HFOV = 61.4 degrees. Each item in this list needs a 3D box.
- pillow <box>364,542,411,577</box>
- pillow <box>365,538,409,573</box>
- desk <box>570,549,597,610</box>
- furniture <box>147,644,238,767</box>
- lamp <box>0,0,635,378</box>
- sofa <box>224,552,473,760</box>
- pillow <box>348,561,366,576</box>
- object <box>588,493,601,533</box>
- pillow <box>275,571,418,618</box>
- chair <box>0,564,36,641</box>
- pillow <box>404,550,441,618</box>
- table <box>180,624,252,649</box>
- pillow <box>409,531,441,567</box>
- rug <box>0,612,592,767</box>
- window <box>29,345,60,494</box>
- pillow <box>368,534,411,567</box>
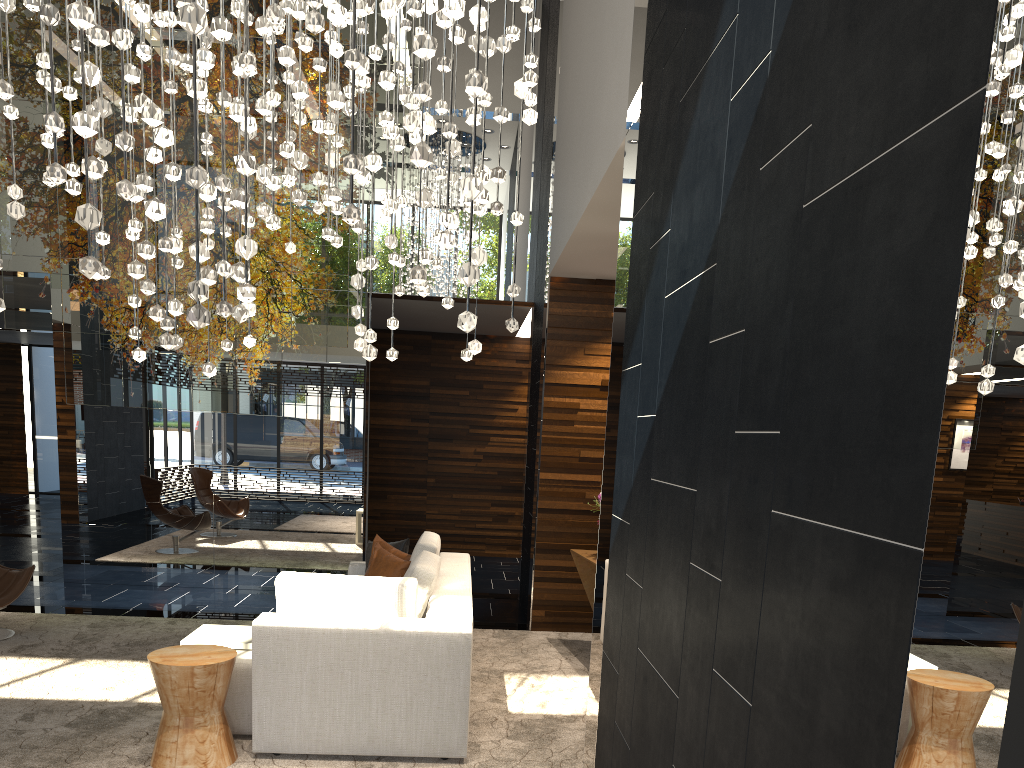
[{"bbox_3d":[-0.898,1.312,5.910,0.267,0.422,0.510,-1,4,-33],"label":"pillow"},{"bbox_3d":[-0.934,1.313,6.339,0.546,0.425,0.253,4,6,44],"label":"pillow"},{"bbox_3d":[0.986,1.628,5.694,0.991,0.762,2.205,3,-2,-3],"label":"desk"},{"bbox_3d":[-1.493,1.520,4.049,0.388,0.534,0.387,6,6,32],"label":"furniture"},{"bbox_3d":[-0.827,-46.664,0.135,396.523,116.720,395.555,2,-2,22],"label":"lamp"},{"bbox_3d":[-0.911,1.543,5.475,1.291,0.695,2.802,3,-2,-3],"label":"sofa"},{"bbox_3d":[-0.945,1.453,6.632,0.624,0.155,0.235,3,1,-9],"label":"pillow"},{"bbox_3d":[0.942,0.936,6.213,0.692,0.693,0.645,2,4,-12],"label":"object"},{"bbox_3d":[-0.831,1.183,4.357,0.712,0.472,0.211,3,8,-2],"label":"pillow"},{"bbox_3d":[-3.781,1.306,5.944,0.782,0.953,0.664,5,6,24],"label":"chair"},{"bbox_3d":[-0.586,1.246,5.151,0.290,0.444,0.706,3,1,-2],"label":"pillow"},{"bbox_3d":[-1.530,1.581,4.685,0.400,0.477,0.390,3,5,-3],"label":"table"},{"bbox_3d":[-0.633,1.288,6.033,0.248,0.460,0.706,2,1,-3],"label":"pillow"},{"bbox_3d":[-1.422,1.868,5.446,5.905,0.006,3.159,3,-3,-3],"label":"rug"},{"bbox_3d":[-7.247,0.804,16.734,3.960,2.919,0.058,3,10,-4],"label":"window"},{"bbox_3d":[-0.898,1.300,6.127,0.242,0.440,0.539,-3,5,-38],"label":"pillow"}]
